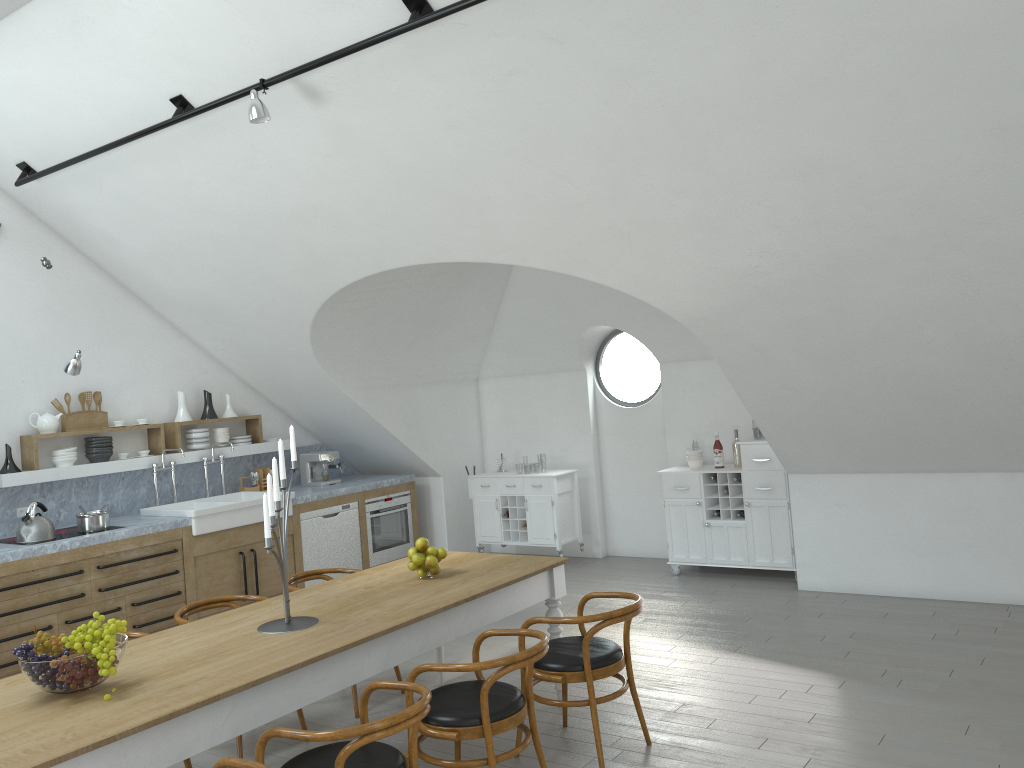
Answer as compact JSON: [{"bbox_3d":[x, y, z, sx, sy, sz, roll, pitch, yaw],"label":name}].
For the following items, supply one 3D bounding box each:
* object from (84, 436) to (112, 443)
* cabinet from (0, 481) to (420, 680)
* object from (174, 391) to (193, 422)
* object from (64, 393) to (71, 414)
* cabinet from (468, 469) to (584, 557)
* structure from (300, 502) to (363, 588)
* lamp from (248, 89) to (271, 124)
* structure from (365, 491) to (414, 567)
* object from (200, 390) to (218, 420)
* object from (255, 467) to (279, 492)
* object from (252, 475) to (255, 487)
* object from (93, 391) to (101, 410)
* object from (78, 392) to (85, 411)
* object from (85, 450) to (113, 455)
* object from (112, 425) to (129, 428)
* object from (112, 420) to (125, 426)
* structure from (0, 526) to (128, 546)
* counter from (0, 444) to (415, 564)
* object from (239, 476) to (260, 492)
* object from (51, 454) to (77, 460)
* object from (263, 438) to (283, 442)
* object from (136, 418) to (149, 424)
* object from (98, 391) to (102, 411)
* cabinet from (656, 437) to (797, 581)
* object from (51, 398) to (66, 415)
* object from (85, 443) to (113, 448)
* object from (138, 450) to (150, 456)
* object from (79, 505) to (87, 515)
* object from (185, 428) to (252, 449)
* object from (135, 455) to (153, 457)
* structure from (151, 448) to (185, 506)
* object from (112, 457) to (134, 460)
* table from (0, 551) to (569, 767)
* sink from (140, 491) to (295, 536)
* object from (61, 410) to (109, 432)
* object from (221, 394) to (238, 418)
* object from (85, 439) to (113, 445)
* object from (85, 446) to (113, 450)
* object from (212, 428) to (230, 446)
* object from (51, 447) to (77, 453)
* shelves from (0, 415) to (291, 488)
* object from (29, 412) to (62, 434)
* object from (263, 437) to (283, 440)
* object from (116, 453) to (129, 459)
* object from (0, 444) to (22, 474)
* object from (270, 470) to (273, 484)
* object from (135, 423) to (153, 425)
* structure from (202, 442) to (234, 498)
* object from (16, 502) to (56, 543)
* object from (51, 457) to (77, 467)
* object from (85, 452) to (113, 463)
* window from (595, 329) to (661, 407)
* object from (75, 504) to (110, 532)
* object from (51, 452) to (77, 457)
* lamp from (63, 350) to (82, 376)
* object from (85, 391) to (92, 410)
[{"bbox_3d":[-3.328,0.465,7.135,0.205,0.080,0.206,-5,0,38],"label":"object"},{"bbox_3d":[-3.162,1.655,6.552,1.002,1.023,6.433,-5,-1,35],"label":"cabinet"},{"bbox_3d":[-2.898,0.196,7.799,0.156,0.268,0.156,-5,-2,24],"label":"object"},{"bbox_3d":[-3.500,0.216,7.002,0.027,0.299,0.055,-6,-2,35],"label":"object"},{"bbox_3d":[0.112,1.278,8.787,1.133,0.790,0.497,-5,-1,35],"label":"cabinet"},{"bbox_3d":[-1.845,1.539,8.136,0.598,0.823,0.724,-5,-1,35],"label":"structure"},{"bbox_3d":[-1.356,-1.492,4.753,0.112,0.175,0.114,-5,-1,-2],"label":"lamp"},{"bbox_3d":[-1.413,1.410,8.754,0.630,0.637,0.633,-5,-1,35],"label":"structure"},{"bbox_3d":[-2.744,0.184,8.011,0.156,0.268,0.156,-6,-2,40],"label":"object"},{"bbox_3d":[-2.326,0.906,8.425,0.104,0.223,0.200,-6,-2,35],"label":"object"},{"bbox_3d":[-2.400,0.931,8.234,0.019,0.179,0.044,-5,-2,0],"label":"object"},{"bbox_3d":[-3.360,0.207,7.169,0.039,0.298,0.068,-6,-2,35],"label":"object"},{"bbox_3d":[-3.430,0.212,7.099,0.040,0.299,0.061,-6,-2,33],"label":"object"},{"bbox_3d":[-3.318,0.567,7.125,0.205,0.086,0.205,-4,0,-17],"label":"object"},{"bbox_3d":[-3.239,0.352,7.304,0.164,0.012,0.163,-4,0,-37],"label":"object"},{"bbox_3d":[-3.241,0.328,7.305,0.098,0.049,0.098,-5,-1,33],"label":"object"},{"bbox_3d":[-3.273,1.106,6.395,0.646,0.041,0.738,-5,0,35],"label":"structure"},{"bbox_3d":[-3.203,0.836,6.651,0.960,0.620,6.580,-5,0,35],"label":"counter"},{"bbox_3d":[-2.444,0.940,8.237,0.100,0.171,0.173,-6,-1,37],"label":"object"},{"bbox_3d":[-3.481,0.588,6.893,0.181,0.065,0.181,-4,0,-17],"label":"object"},{"bbox_3d":[-2.317,0.547,8.549,0.213,0.025,0.213,-5,0,23],"label":"object"},{"bbox_3d":[-3.117,0.319,7.480,0.098,0.049,0.098,-5,-1,33],"label":"object"},{"bbox_3d":[-3.353,0.207,7.210,0.030,0.294,0.057,-6,-2,35],"label":"object"},{"bbox_3d":[1.945,1.062,7.716,1.241,1.155,0.610,-5,-2,35],"label":"cabinet"},{"bbox_3d":[-3.517,0.236,6.970,0.199,0.259,0.016,-3,-2,-44],"label":"object"},{"bbox_3d":[-3.320,0.517,7.129,0.205,0.072,0.206,-5,0,23],"label":"object"},{"bbox_3d":[-3.100,0.587,7.466,0.098,0.049,0.098,-5,-1,33],"label":"object"},{"bbox_3d":[-3.130,0.982,6.543,0.235,0.167,0.051,-5,-2,31],"label":"object"},{"bbox_3d":[-2.659,0.483,8.060,0.197,0.196,0.657,-5,-1,35],"label":"object"},{"bbox_3d":[-3.098,0.610,7.465,0.164,0.012,0.163,-4,0,-37],"label":"object"},{"bbox_3d":[-2.807,0.798,7.406,0.332,0.530,0.214,-5,-2,16],"label":"structure"},{"bbox_3d":[-3.209,0.618,7.308,0.164,0.012,0.163,-4,0,-37],"label":"object"},{"bbox_3d":[-1.032,1.468,3.828,1.017,0.799,3.351,-5,-1,35],"label":"table"},{"bbox_3d":[-2.435,1.071,7.403,0.726,0.202,1.021,-5,0,35],"label":"sink"},{"bbox_3d":[-3.416,0.290,7.090,0.084,0.158,0.354,-6,-1,35],"label":"object"},{"bbox_3d":[-2.619,0.200,8.199,0.156,0.218,0.156,-5,-1,17],"label":"object"},{"bbox_3d":[-3.323,0.492,7.134,0.205,0.084,0.205,-4,0,-27],"label":"object"},{"bbox_3d":[-3.314,0.539,7.125,0.205,0.086,0.205,-4,0,-12],"label":"object"},{"bbox_3d":[-2.640,0.479,8.047,0.158,0.160,0.154,-4,-1,-26],"label":"object"},{"bbox_3d":[-3.483,0.535,6.898,0.181,0.076,0.180,-4,0,-17],"label":"object"},{"bbox_3d":[-3.741,0.072,6.390,0.479,1.363,5.553,-6,-1,30],"label":"shelves"},{"bbox_3d":[-3.589,0.299,6.833,0.174,0.169,0.168,-5,-1,19],"label":"object"},{"bbox_3d":[-2.317,0.539,8.550,0.213,0.025,0.213,-5,0,23],"label":"object"},{"bbox_3d":[-3.211,0.595,7.309,0.098,0.049,0.098,-5,-1,33],"label":"object"},{"bbox_3d":[-3.733,0.550,6.579,0.156,0.218,0.156,-5,-1,17],"label":"object"},{"bbox_3d":[-2.274,0.909,8.431,0.040,0.192,0.042,-4,-2,-4],"label":"object"},{"bbox_3d":[-3.115,0.342,7.479,0.164,0.012,0.163,-4,0,-37],"label":"object"},{"bbox_3d":[-2.525,0.776,7.804,0.332,0.530,0.214,-5,-2,16],"label":"structure"},{"bbox_3d":[-3.333,0.958,6.196,0.246,0.268,0.246,-4,-2,-45],"label":"object"},{"bbox_3d":[-3.479,0.610,6.893,0.181,0.064,0.181,-4,0,-32],"label":"object"},{"bbox_3d":[-3.315,0.593,7.124,0.205,0.072,0.206,-5,0,23],"label":"object"},{"bbox_3d":[1.191,-0.172,8.798,0.898,0.900,0.060,-5,-2,35],"label":"window"},{"bbox_3d":[-3.055,1.002,6.588,0.232,0.170,0.394,-5,0,15],"label":"object"},{"bbox_3d":[-3.481,0.564,6.896,0.181,0.069,0.181,-4,0,-37],"label":"object"},{"bbox_3d":[-3.094,-0.146,6.280,0.168,0.176,0.112,-5,-1,28],"label":"lamp"},{"bbox_3d":[-3.394,0.209,7.116,0.019,0.299,0.057,-6,-2,35],"label":"object"}]
